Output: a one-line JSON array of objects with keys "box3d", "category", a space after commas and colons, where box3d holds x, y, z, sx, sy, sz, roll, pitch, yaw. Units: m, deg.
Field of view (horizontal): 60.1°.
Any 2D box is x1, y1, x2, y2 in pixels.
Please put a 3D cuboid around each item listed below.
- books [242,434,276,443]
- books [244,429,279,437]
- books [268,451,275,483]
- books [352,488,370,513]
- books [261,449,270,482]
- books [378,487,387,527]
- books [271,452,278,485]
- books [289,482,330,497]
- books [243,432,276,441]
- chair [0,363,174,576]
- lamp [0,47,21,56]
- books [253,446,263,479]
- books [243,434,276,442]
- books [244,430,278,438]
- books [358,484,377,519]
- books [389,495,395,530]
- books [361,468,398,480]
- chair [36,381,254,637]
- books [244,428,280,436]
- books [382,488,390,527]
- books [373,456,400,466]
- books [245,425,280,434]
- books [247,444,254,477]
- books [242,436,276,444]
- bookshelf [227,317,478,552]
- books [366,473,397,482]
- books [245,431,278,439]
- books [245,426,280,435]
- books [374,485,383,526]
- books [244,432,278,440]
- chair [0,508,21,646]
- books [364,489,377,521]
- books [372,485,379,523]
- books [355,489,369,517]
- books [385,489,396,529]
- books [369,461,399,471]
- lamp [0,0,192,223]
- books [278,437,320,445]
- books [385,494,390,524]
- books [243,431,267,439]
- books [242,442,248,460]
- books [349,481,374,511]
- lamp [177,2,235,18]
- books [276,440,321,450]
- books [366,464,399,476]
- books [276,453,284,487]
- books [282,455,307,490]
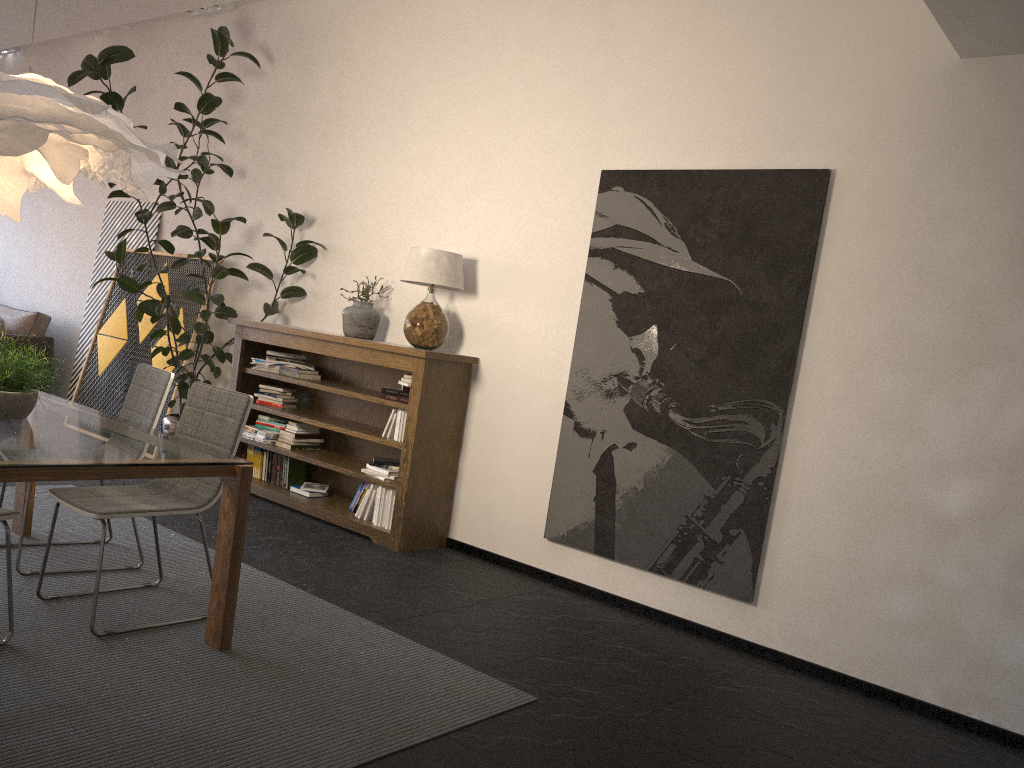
[{"box3d": [-1.702, 0.378, 6.114, 0.303, 0.007, 0.219, 11, 3, 43], "category": "books"}, {"box3d": [-1.689, 0.336, 6.104, 0.303, 0.008, 0.219, 11, 3, 42], "category": "books"}, {"box3d": [-1.615, 0.565, 6.155, 0.055, 0.242, 0.172, 13, 6, 38], "category": "books"}, {"box3d": [-0.885, 0.735, 5.516, 0.146, 0.184, 0.146, 12, 6, 41], "category": "books"}, {"box3d": [-1.663, 0.558, 6.187, 0.099, 0.242, 0.167, 13, 6, 38], "category": "books"}, {"box3d": [-0.724, 0.735, 5.344, 0.019, 0.245, 0.175, 13, 6, 38], "category": "books"}, {"box3d": [-1.576, 0.581, 6.124, 0.082, 0.226, 0.172, 13, 6, 38], "category": "books"}, {"box3d": [-1.356, 0.708, 5.920, 0.258, 0.050, 0.269, 8, 3, -7], "category": "books"}, {"box3d": [-1.700, 0.363, 6.111, 0.303, 0.013, 0.219, 11, 3, 43], "category": "books"}, {"box3d": [-1.955, 0.354, 4.045, 0.603, 0.924, 0.472, 4, 7, -42], "category": "chair"}, {"box3d": [-5.441, -3.548, 9.320, 0.641, 0.066, 0.254, 11, 3, 38], "category": "lamp"}, {"box3d": [-1.728, 0.546, 6.245, 0.107, 0.236, 0.172, 13, 6, 38], "category": "books"}, {"box3d": [-1.700, 0.371, 6.112, 0.303, 0.008, 0.219, 11, 3, 43], "category": "books"}, {"box3d": [-1.690, 0.343, 6.108, 0.286, 0.008, 0.219, 11, 3, 42], "category": "books"}, {"box3d": [-0.834, 0.717, 5.431, 0.100, 0.236, 0.175, 13, 6, 38], "category": "books"}, {"box3d": [-0.660, 0.766, 5.294, 0.020, 0.206, 0.155, 13, 6, 38], "category": "books"}, {"box3d": [-0.757, 0.539, 5.330, 0.242, 0.019, 0.174, 10, 3, 28], "category": "books"}, {"box3d": [-1.447, 0.455, 3.521, 0.472, 0.924, 0.602, 13, 6, 38], "category": "chair"}, {"box3d": [-1.686, 0.329, 6.105, 0.303, 0.008, 0.219, 11, 3, 42], "category": "books"}, {"box3d": [-0.698, 0.739, 5.345, 0.019, 0.245, 0.175, 13, 6, 38], "category": "books"}, {"box3d": [-0.730, 0.473, 5.359, 0.221, 0.023, 0.146, 8, 3, -11], "category": "books"}, {"box3d": [-1.680, 0.313, 6.105, 0.303, 0.013, 0.219, 11, 3, 43], "category": "books"}, {"box3d": [-1.791, 0.536, 6.295, 0.100, 0.236, 0.172, 13, 6, 38], "category": "books"}, {"box3d": [-1.702, 0.385, 6.113, 0.303, 0.008, 0.219, 11, 3, 38], "category": "books"}, {"box3d": [-1.166, 0.271, 5.749, 1.908, 1.178, 0.451, 11, 6, 38], "category": "bookshelf"}, {"box3d": [-0.763, 0.558, 5.336, 0.155, 0.021, 0.204, 6, 3, -42], "category": "books"}, {"box3d": [-1.686, 0.348, 6.109, 0.303, 0.006, 0.219, 11, 3, 43], "category": "books"}, {"box3d": [-1.682, 0.322, 6.107, 0.303, 0.008, 0.219, 11, 3, 43], "category": "books"}, {"box3d": [-0.746, 0.731, 5.350, 0.023, 0.244, 0.175, 13, 6, 38], "category": "books"}, {"box3d": [-1.695, 0.358, 6.115, 0.286, 0.008, 0.219, 11, 4, 44], "category": "books"}, {"box3d": [-1.983, 0.403, 2.841, 0.473, 0.924, 0.601, 11, 5, 24], "category": "chair"}, {"box3d": [-0.817, 0.738, 5.419, 0.072, 0.204, 0.155, 13, 6, 38], "category": "books"}, {"box3d": [-0.764, 0.726, 5.404, 0.023, 0.244, 0.175, 13, 6, 38], "category": "books"}, {"box3d": [-0.867, 0.731, 5.458, 0.104, 0.195, 0.155, 12, 6, 38], "category": "books"}, {"box3d": [-0.676, 0.744, 5.305, 0.019, 0.245, 0.175, 13, 6, 38], "category": "books"}, {"box3d": [-0.740, 0.494, 5.363, 0.204, 0.022, 0.155, 9, 3, 18], "category": "books"}, {"box3d": [-1.457, -3.174, 3.059, 1.120, 5.239, 1.054, 4, 7, -41], "category": "lamp"}, {"box3d": [-1.446, 0.388, 6.011, 0.165, 0.024, 0.227, 11, 3, 36], "category": "books"}, {"box3d": [-0.678, 0.742, 5.336, 0.023, 0.244, 0.175, 13, 6, 38], "category": "books"}, {"box3d": [-1.694, 0.352, 6.115, 0.286, 0.008, 0.219, 11, 4, 44], "category": "books"}, {"box3d": [-1.844, 0.521, 6.337, 0.084, 0.242, 0.172, 13, 6, 38], "category": "books"}, {"box3d": [-0.906, 0.704, 5.592, 0.164, 0.228, 0.172, 12, 6, 38], "category": "books"}, {"box3d": [-2.475, -2.992, 6.963, 0.641, 0.066, 0.254, 11, 3, 38], "category": "lamp"}, {"box3d": [-1.450, 0.417, 6.004, 0.178, 0.034, 0.243, 11, 3, 40], "category": "books"}, {"box3d": [-0.741, 0.518, 5.346, 0.175, 0.024, 0.241, 6, 3, -42], "category": "books"}, {"box3d": [-1.529, 0.581, 6.087, 0.084, 0.242, 0.172, 13, 6, 38], "category": "books"}, {"box3d": [-1.481, 0.590, 6.034, 0.103, 0.243, 0.167, 13, 6, 38], "category": "books"}]
